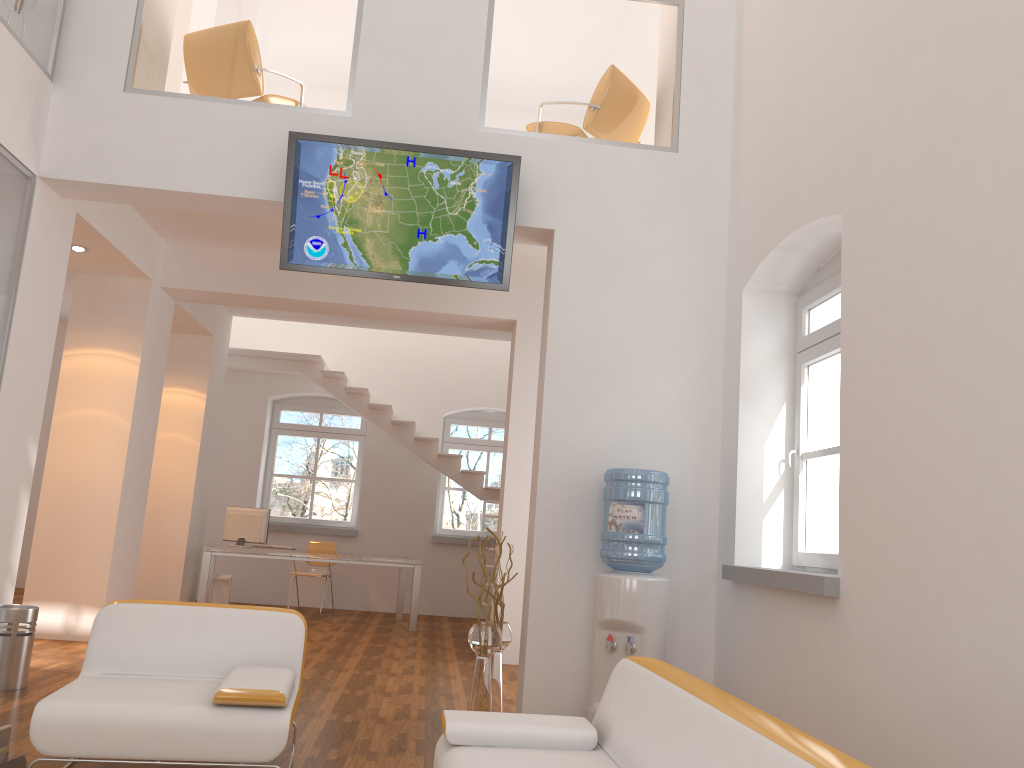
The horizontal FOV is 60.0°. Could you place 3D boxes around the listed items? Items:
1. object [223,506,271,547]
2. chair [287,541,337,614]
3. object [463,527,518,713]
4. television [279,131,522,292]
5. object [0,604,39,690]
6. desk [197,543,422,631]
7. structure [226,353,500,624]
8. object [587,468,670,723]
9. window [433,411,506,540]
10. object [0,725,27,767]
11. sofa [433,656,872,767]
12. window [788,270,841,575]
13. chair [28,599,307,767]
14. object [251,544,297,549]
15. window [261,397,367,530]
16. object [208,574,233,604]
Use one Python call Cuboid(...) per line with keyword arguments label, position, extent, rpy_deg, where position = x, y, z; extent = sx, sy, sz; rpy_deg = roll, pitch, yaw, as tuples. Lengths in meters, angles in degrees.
Cuboid(label="object", position=(-2.891, 1.533, 9.521), extent=(0.516, 0.418, 0.245), rpy_deg=(0, -11, 25))
Cuboid(label="chair", position=(-2.388, 2.311, 10.657), extent=(0.495, 0.829, 0.464), rpy_deg=(2, -10, 10))
Cuboid(label="object", position=(-0.118, 1.447, 5.447), extent=(0.284, 1.112, 0.655), rpy_deg=(1, -10, 16))
Cuboid(label="television", position=(-0.672, -1.035, 5.366), extent=(1.388, 0.803, 0.266), rpy_deg=(5, -10, -4))
Cuboid(label="object", position=(-2.927, 1.526, 5.162), extent=(0.248, 0.450, 0.248), rpy_deg=(-4, -12, 38))
Cuboid(label="desk", position=(-2.212, 2.212, 9.723), extent=(2.239, 0.750, 1.092), rpy_deg=(7, -10, -14))
Cuboid(label="structure", position=(-1.454, 1.132, 9.842), extent=(4.630, 3.042, 3.450), rpy_deg=(5, -10, -4))
Cuboid(label="object", position=(0.670, 1.237, 5.005), extent=(0.436, 1.490, 0.436), rpy_deg=(8, -10, -19))
Cuboid(label="window", position=(-0.345, 1.236, 12.039), extent=(1.308, 1.737, 0.142), rpy_deg=(5, -10, -4))
Cuboid(label="object", position=(-1.945, 1.388, 3.248), extent=(0.189, 0.217, 0.281), rpy_deg=(3, -10, 4))
Cuboid(label="sofa", position=(0.243, 1.173, 2.370), extent=(0.825, 0.661, 2.010), rpy_deg=(5, -10, -6))
Cuboid(label="window", position=(1.726, 0.165, 4.566), extent=(0.142, 1.627, 1.302), rpy_deg=(5, -10, -4))
Cuboid(label="chair", position=(-1.357, 1.277, 3.671), extent=(0.923, 0.661, 0.825), rpy_deg=(6, -10, -9))
Cuboid(label="object", position=(-2.661, 1.816, 9.924), extent=(0.467, 0.031, 0.200), rpy_deg=(3, -10, 5))
Cuboid(label="window", position=(-2.622, 1.036, 11.860), extent=(1.308, 1.737, 0.142), rpy_deg=(5, -10, -4))
Cuboid(label="object", position=(-3.192, 2.310, 9.691), extent=(0.200, 0.422, 0.474), rpy_deg=(7, -10, -14))
